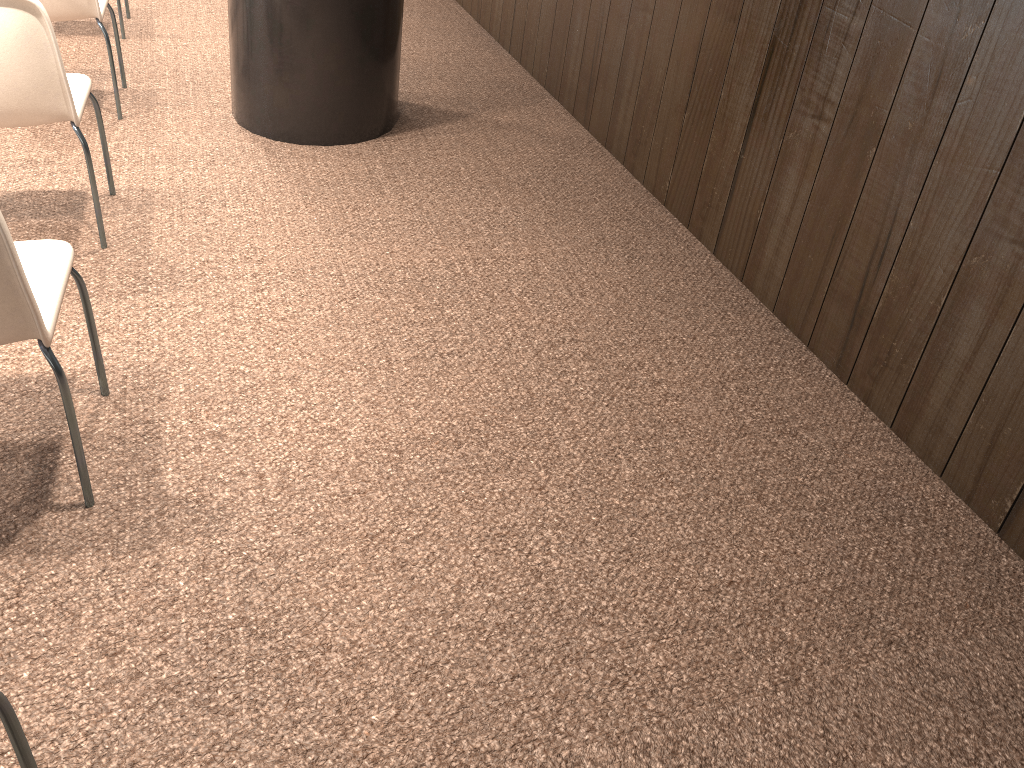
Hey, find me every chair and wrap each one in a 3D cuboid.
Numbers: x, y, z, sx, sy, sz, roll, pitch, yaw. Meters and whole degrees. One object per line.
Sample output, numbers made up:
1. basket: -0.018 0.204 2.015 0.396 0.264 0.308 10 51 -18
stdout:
1. chair: -1.673 -0.930 2.925 0.533 0.840 0.595 -4 35 -18
2. chair: -0.902 0.556 1.003 0.533 0.840 0.595 -4 35 -18
3. chair: -2.046 -1.666 3.879 0.533 0.840 0.595 -4 35 -19
4. chair: -2.454 -2.417 4.847 0.533 0.840 0.595 -4 35 -18
5. chair: -1.248 -0.166 1.943 0.533 0.840 0.595 -4 35 -18
